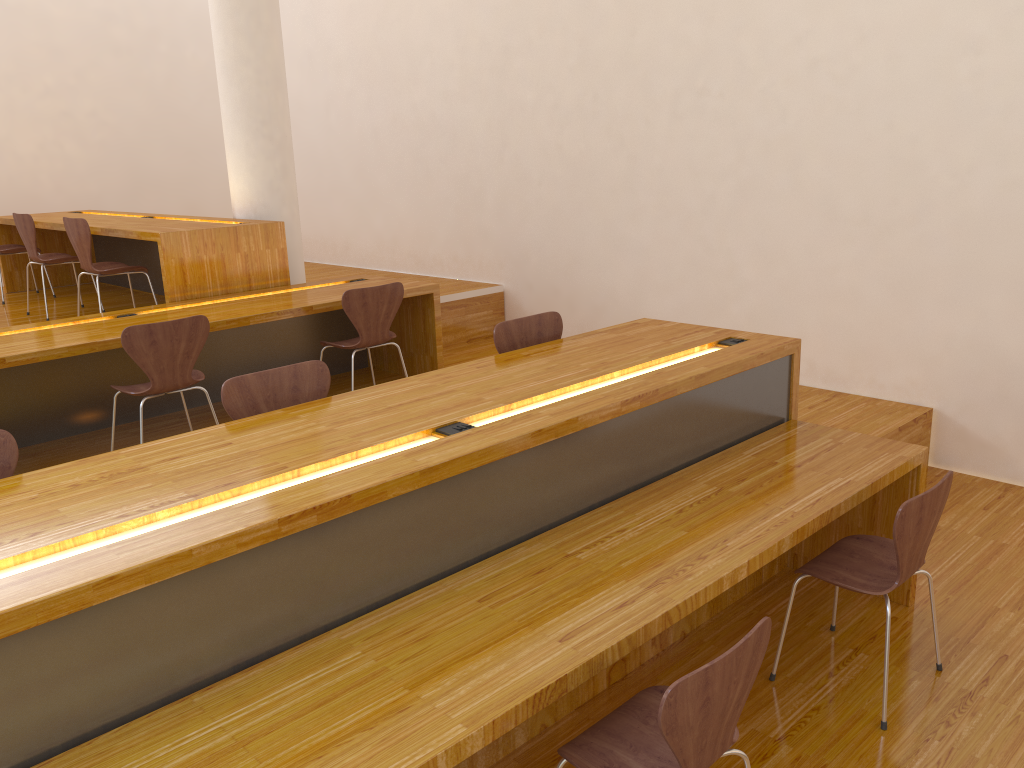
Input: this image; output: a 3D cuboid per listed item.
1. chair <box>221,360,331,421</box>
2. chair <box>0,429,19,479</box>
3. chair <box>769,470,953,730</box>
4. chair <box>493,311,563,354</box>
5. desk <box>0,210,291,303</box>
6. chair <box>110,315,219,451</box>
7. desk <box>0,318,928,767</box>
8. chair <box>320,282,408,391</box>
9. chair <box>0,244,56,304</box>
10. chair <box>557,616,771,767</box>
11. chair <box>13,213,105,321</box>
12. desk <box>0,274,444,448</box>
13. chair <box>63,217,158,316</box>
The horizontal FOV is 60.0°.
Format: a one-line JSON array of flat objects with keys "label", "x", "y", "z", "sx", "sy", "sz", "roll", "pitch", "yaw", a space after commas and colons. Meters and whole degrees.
[{"label": "chair", "x": -0.634, "y": 0.313, "z": 2.833, "sx": 0.428, "sy": 0.693, "sz": 0.381, "roll": -16, "pitch": 20, "yaw": -42}, {"label": "chair", "x": -1.329, "y": 0.511, "z": 2.185, "sx": 0.428, "sy": 0.693, "sz": 0.381, "roll": -16, "pitch": 20, "yaw": -42}, {"label": "chair", "x": 1.089, "y": 0.596, "z": 2.749, "sx": 0.428, "sy": 0.693, "sz": 0.381, "roll": -16, "pitch": 20, "yaw": -42}, {"label": "chair", "x": 0.194, "y": 0.090, "z": 3.554, "sx": 0.428, "sy": 0.693, "sz": 0.381, "roll": -16, "pitch": 20, "yaw": -42}, {"label": "desk", "x": -2.732, "y": -0.855, "z": 6.240, "sx": 0.760, "sy": 0.606, "sz": 3.185, "roll": -16, "pitch": 20, "yaw": -42}, {"label": "chair", "x": -1.596, "y": 0.032, "z": 4.026, "sx": 0.428, "sy": 0.693, "sz": 0.381, "roll": -16, "pitch": 20, "yaw": -42}, {"label": "desk", "x": -0.104, "y": 0.580, "z": 2.548, "sx": 3.236, "sy": 0.918, "sz": 1.285, "roll": -16, "pitch": 20, "yaw": -42}, {"label": "chair", "x": -0.821, "y": -0.202, "z": 4.799, "sx": 0.428, "sy": 0.693, "sz": 0.381, "roll": -16, "pitch": 20, "yaw": -42}, {"label": "chair", "x": -3.808, "y": -0.996, "z": 6.770, "sx": 0.381, "sy": 0.693, "sz": 0.428, "roll": -16, "pitch": 20, "yaw": -42}, {"label": "chair", "x": 0.314, "y": 0.831, "z": 1.975, "sx": 0.428, "sy": 0.693, "sz": 0.381, "roll": -16, "pitch": 20, "yaw": -42}, {"label": "chair", "x": -3.055, "y": -0.809, "z": 5.963, "sx": 0.381, "sy": 0.693, "sz": 0.428, "roll": -16, "pitch": 20, "yaw": -42}, {"label": "desk", "x": -1.820, "y": -0.032, "z": 4.486, "sx": 3.185, "sy": 0.606, "sz": 0.760, "roll": -16, "pitch": 20, "yaw": -42}, {"label": "chair", "x": -2.378, "y": -0.655, "z": 5.284, "sx": 0.381, "sy": 0.693, "sz": 0.428, "roll": -16, "pitch": 20, "yaw": -42}]
